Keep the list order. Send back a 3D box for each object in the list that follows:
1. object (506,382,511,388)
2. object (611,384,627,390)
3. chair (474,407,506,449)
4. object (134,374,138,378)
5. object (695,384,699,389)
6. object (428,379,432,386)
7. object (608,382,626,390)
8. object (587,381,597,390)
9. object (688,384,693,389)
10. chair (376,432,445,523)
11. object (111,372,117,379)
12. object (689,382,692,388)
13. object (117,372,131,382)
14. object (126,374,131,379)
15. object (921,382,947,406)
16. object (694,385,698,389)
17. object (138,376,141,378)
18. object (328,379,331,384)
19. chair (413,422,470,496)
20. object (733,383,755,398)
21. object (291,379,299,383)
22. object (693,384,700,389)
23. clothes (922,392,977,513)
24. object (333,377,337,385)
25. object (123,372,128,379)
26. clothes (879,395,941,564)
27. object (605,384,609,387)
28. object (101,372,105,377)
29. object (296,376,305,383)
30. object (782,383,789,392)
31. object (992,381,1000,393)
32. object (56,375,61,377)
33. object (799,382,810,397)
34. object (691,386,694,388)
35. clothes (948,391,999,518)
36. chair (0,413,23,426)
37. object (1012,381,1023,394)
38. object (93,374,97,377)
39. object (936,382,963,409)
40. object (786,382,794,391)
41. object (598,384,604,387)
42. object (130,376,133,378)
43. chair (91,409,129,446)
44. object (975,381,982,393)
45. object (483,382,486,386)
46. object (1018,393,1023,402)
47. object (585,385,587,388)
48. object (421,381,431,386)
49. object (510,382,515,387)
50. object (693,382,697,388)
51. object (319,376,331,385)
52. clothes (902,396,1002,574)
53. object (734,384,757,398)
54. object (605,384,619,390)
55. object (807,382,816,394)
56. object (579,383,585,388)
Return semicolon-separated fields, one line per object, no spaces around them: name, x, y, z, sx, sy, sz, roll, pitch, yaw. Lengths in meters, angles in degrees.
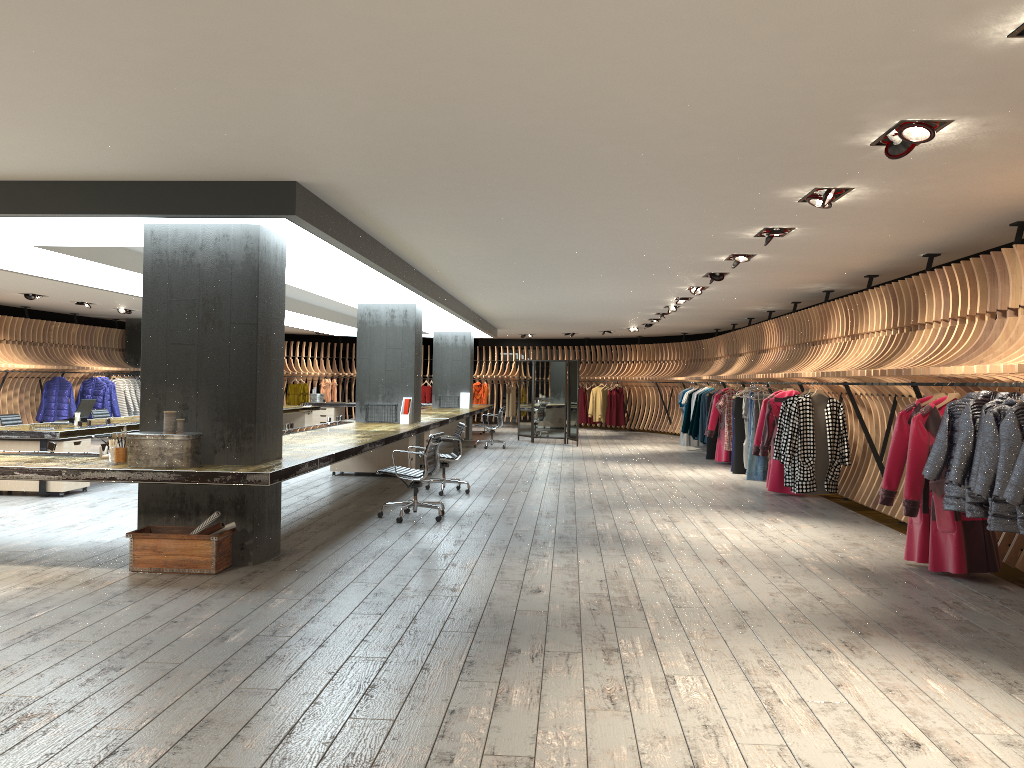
object;-0.094;-0.005;27.737;0.012;0.270;0.525;1;0;19
object;3.054;0.053;25.280;0.525;0.270;0.012;1;-1;-21
chair;-0.459;0.899;18.440;0.667;0.860;0.693;1;0;0
object;-8.983;-0.103;21.225;0.516;0.316;0.012;1;-1;4
object;4.092;0.089;19.438;0.525;0.270;0.012;1;-1;9
object;-2.556;-0.050;28.156;0.012;0.270;0.525;1;0;-26
object;3.003;0.052;25.367;0.525;0.270;0.012;1;-1;4
object;2.422;0.040;26.089;0.525;0.270;0.012;1;-1;-31
object;4.133;0.086;20.294;0.525;0.270;0.012;1;-1;-6
chair;-1.018;0.922;8.957;0.667;0.860;0.693;1;0;0
object;-9.046;-0.111;20.192;0.518;0.313;0.012;1;-1;4
object;4.150;0.085;20.438;0.525;0.270;0.012;1;-1;19
object;-9.031;-0.111;20.427;0.518;0.313;0.012;1;-1;4
object;-9.002;-0.112;20.868;0.518;0.313;0.012;1;-1;4
object;3.301;0.117;6.832;0.525;0.270;0.012;1;-1;34
object;4.118;0.089;19.677;0.525;0.270;0.012;1;-1;29
object;-8.974;-0.105;21.413;0.518;0.313;0.012;1;-1;4
object;-5.641;-0.098;27.317;0.012;0.270;0.525;1;0;-26
chair;-0.892;0.917;11.030;0.667;0.860;0.693;1;0;-20
object;3.750;0.100;14.121;0.525;0.270;0.012;1;-1;44
object;-6.530;-0.107;26.704;0.525;0.270;0.012;1;-1;34
object;4.070;0.095;19.546;0.523;0.289;0.015;1;-1;14
clothes;3.209;0.484;6.151;0.166;0.854;0.745;2;-1;-41
object;-5.490;-0.095;27.382;0.012;0.270;0.525;1;0;-31
object;-9.014;-0.112;20.689;0.518;0.313;0.012;1;-1;4
clothes;3.270;0.741;6.809;0.840;1.312;0.321;1;-1;33
object;2.752;0.043;25.679;0.012;0.270;0.525;0;-1;44
object;-9.103;-0.130;19.732;0.525;0.270;0.012;1;-1;4
object;-6.391;-0.105;26.822;0.525;0.270;0.012;1;-1;34
object;3.609;0.109;11.637;0.525;0.270;0.012;1;-1;24
object;3.234;0.094;5.915;0.440;0.226;0.010;1;-1;-6
object;-9.213;-0.126;18.023;0.525;0.270;0.012;1;-1;4
object;3.538;0.110;10.579;0.525;0.270;0.012;1;-1;24
object;4.132;0.086;20.157;0.525;0.270;0.012;1;-1;19
clothes;3.164;0.471;5.874;0.501;0.854;0.245;1;-1;-12
chair;-6.324;0.827;11.592;0.667;0.860;0.693;1;0;-10
object;3.230;0.101;5.619;0.439;0.242;0.016;1;-1;29
object;-9.140;-0.116;19.413;0.523;0.292;0.012;1;-1;4
object;3.290;0.128;6.558;0.523;0.291;0.015;1;-1;14
object;3.552;0.109;11.317;0.525;0.270;0.012;1;-1;34
object;2.620;0.040;25.858;0.525;0.270;0.012;1;-1;4
object;-9.048;-0.133;21.071;0.525;0.270;0.012;1;-1;4
chair;-6.160;0.823;13.753;0.667;0.860;0.693;1;0;-5
object;3.247;0.094;6.151;0.010;0.226;0.440;2;0;-36
object;-0.854;-0.021;27.978;0.012;0.270;0.525;1;0;-16
object;3.189;0.099;5.463;0.440;0.226;0.010;1;-1;29
object;2.198;0.036;26.302;0.012;0.270;0.525;1;0;-1
object;-2.722;-0.052;28.153;0.012;0.270;0.525;2;0;-41
object;0.035;-0.003;27.711;0.012;0.270;0.525;1;0;24
object;4.140;0.087;19.983;0.525;0.270;0.012;1;-1;-11
object;-5.744;-0.099;27.256;0.525;0.270;0.012;1;-1;39
clothes;3.323;0.747;6.527;0.840;1.317;0.318;1;-1;11
object;3.745;0.101;13.908;0.525;0.270;0.012;1;-1;4
object;2.905;0.050;25.494;0.525;0.270;0.012;1;-1;-21
object;3.489;0.111;10.256;0.525;0.270;0.012;1;-1;4
object;1.998;0.032;26.480;0.525;0.270;0.012;1;-1;4
